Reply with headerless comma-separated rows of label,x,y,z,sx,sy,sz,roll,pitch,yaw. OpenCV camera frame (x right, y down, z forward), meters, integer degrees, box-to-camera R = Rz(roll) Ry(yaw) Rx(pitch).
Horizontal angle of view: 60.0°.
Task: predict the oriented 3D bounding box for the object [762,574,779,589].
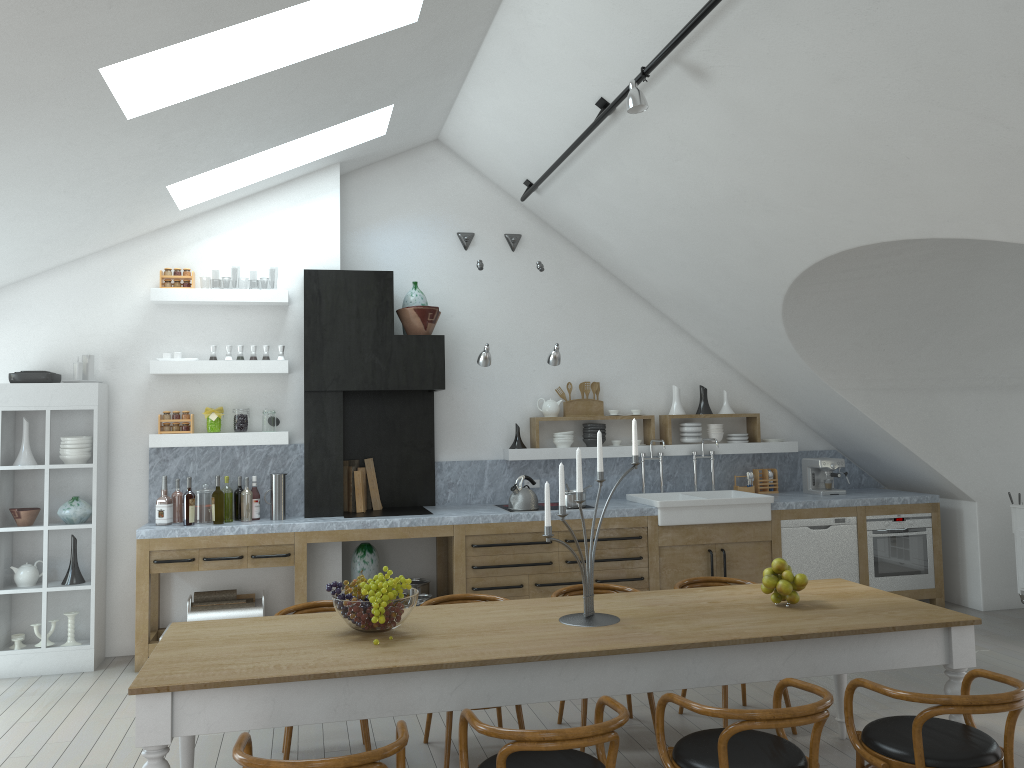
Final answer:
object,1.176,0.900,4.030,0.072,0.064,0.071,0,-3,-20

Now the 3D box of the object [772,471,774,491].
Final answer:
object,2.381,0.896,8.097,0.022,0.196,0.019,0,-4,-12

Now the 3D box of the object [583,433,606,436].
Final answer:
object,0.726,0.461,7.785,0.205,0.086,0.205,-3,-3,29

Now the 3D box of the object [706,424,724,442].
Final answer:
object,1.842,0.443,8.031,0.158,0.160,0.154,-2,-3,15

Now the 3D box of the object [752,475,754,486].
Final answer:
object,2.174,0.906,8.019,0.019,0.179,0.044,1,-5,-29

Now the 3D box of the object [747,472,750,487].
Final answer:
object,2.153,0.896,8.057,0.040,0.193,0.042,-3,-4,24

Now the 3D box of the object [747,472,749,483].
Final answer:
object,2.144,0.898,8.043,0.018,0.196,0.020,-1,-4,-4

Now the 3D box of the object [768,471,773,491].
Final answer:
object,2.361,0.892,8.079,0.040,0.193,0.042,-4,-5,37

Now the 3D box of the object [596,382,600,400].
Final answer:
object,0.759,0.130,7.873,0.057,0.294,0.030,0,-4,-13

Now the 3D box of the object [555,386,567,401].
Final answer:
object,0.477,0.148,7.803,0.199,0.259,0.016,-1,-4,-3

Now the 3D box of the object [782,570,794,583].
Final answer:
object,1.250,0.873,4.019,0.053,0.057,0.058,-1,-3,1

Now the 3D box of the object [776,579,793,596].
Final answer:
object,1.227,0.917,3.993,0.071,0.072,0.070,-4,-4,41

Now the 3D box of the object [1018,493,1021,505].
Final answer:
object,4.160,1.025,7.257,0.029,0.269,0.088,-2,-4,13

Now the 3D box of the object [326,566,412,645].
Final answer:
object,-0.580,0.892,3.692,0.393,0.285,0.292,-4,-4,41

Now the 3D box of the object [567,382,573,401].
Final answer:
object,0.512,0.130,7.815,0.055,0.300,0.027,0,-4,-13

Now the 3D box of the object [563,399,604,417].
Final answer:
object,0.631,0.208,7.826,0.353,0.158,0.084,0,-4,-13

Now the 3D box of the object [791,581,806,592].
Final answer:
object,1.309,0.913,4.063,0.076,0.076,0.077,-4,-4,44

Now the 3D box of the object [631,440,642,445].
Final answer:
object,1.111,0.523,7.900,0.098,0.049,0.098,0,-3,-16

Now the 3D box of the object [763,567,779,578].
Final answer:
object,1.195,0.885,4.101,0.072,0.071,0.066,2,-5,-44

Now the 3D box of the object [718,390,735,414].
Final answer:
object,1.963,0.166,8.130,0.156,0.219,0.156,1,-4,-32

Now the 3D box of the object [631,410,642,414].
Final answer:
object,1.112,0.255,7.921,0.098,0.049,0.098,0,-3,-16

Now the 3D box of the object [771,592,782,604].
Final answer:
object,1.206,0.976,4.043,0.051,0.050,0.049,-1,-3,-10

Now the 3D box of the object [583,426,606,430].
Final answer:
object,0.726,0.415,7.798,0.205,0.084,0.205,-2,-3,14

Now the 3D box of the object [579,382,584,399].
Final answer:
object,0.628,0.130,7.842,0.061,0.300,0.040,0,-4,-16

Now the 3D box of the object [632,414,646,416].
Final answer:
object,1.113,0.278,7.919,0.164,0.012,0.163,-1,-2,4

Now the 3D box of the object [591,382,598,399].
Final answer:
object,0.727,0.129,7.848,0.068,0.298,0.039,0,-4,-13

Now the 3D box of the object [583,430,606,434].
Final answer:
object,0.724,0.440,7.793,0.205,0.072,0.205,0,-3,-26

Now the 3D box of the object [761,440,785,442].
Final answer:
object,2.415,0.531,8.194,0.213,0.025,0.213,0,-3,-26

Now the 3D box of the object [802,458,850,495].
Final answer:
object,2.836,0.826,7.910,0.324,0.321,0.386,0,-3,-13

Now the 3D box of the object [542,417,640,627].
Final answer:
object,0.383,0.588,3.917,0.774,0.877,0.265,2,-5,-39

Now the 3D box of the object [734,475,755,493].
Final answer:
object,2.105,0.914,8.046,0.173,0.172,0.100,0,-4,-12

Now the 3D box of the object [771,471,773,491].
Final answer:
object,2.373,0.896,8.091,0.018,0.196,0.020,-2,-4,9

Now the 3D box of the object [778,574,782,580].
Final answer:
object,1.241,0.915,4.137,0.062,0.060,0.062,-1,-3,-9

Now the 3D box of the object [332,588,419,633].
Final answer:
object,-0.571,0.956,3.716,0.360,0.160,0.359,1,-3,-33

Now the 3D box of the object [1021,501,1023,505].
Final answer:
object,4.188,1.086,7.267,0.038,0.263,0.038,-3,-4,19

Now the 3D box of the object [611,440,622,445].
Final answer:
object,0.924,0.525,7.856,0.098,0.049,0.098,0,-3,-16

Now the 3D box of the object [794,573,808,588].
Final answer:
object,1.306,0.888,4.008,0.063,0.063,0.062,-4,-4,39

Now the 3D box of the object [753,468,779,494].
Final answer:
object,2.319,0.887,8.109,0.200,0.223,0.103,0,-4,-13

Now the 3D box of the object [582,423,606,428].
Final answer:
object,0.724,0.387,7.802,0.205,0.080,0.205,-1,-3,-11

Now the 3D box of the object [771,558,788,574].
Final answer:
object,1.230,0.836,4.071,0.072,0.074,0.072,0,-3,-13

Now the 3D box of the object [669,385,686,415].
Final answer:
object,1.489,0.146,8.014,0.156,0.269,0.156,1,-4,-25

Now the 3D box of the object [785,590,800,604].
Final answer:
object,1.273,0.967,4.024,0.064,0.063,0.063,-1,-3,-2

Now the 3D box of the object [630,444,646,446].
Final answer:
object,1.111,0.546,7.898,0.164,0.012,0.163,-1,-2,4

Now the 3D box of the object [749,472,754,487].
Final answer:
object,2.164,0.893,8.010,0.040,0.193,0.042,-3,-4,23

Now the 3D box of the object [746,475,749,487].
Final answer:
object,2.136,0.906,8.014,0.019,0.179,0.044,-5,-5,42

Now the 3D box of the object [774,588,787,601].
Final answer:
object,1.250,0.963,4.094,0.080,0.074,0.078,-3,-4,32

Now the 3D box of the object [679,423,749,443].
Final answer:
object,1.836,0.446,8.054,0.657,0.196,0.197,0,-3,-14

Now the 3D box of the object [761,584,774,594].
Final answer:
object,1.177,0.940,4.082,0.059,0.056,0.059,0,-3,-19

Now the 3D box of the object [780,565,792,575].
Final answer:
object,1.274,0.869,4.136,0.062,0.060,0.062,0,-3,-13

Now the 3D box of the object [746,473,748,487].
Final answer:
object,2.137,0.898,8.035,0.022,0.196,0.019,1,-5,-25

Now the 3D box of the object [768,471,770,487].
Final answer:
object,2.362,0.897,8.109,0.018,0.196,0.023,-1,-4,-6

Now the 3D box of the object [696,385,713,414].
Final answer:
object,1.746,0.143,8.071,0.156,0.269,0.156,-1,-4,-9

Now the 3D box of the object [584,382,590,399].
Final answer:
object,0.666,0.129,7.830,0.057,0.300,0.019,0,-4,-13

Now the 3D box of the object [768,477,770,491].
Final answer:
object,2.349,0.907,8.119,0.019,0.179,0.044,0,-4,-16

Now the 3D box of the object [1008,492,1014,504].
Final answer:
object,4.148,1.027,7.310,0.029,0.269,0.088,2,-5,-40

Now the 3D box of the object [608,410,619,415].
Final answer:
object,0.904,0.257,7.871,0.098,0.049,0.098,0,-3,-16
